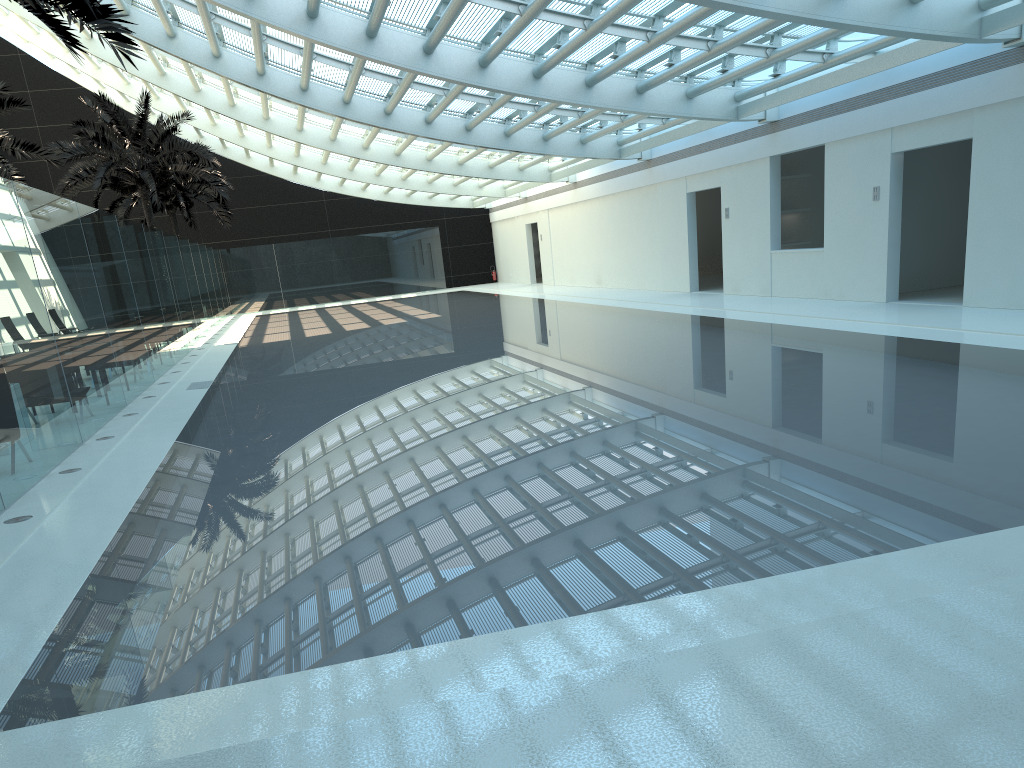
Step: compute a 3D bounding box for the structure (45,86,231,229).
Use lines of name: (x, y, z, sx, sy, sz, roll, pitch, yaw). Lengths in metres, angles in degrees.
structure: (-10.949, -5.015, 26.322, 4.771, 7.331, 4.289, -11, 16, -18)

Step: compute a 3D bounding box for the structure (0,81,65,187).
structure: (-12.373, -3.590, 18.760, 4.292, 7.199, 4.418, 0, 16, 20)

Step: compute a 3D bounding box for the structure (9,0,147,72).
structure: (-6.278, -2.709, 8.475, 4.830, 7.331, 4.234, -5, 16, 6)

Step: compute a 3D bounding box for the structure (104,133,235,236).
structure: (-12.908, -6.000, 33.921, 4.352, 7.330, 4.705, -16, 18, -33)
